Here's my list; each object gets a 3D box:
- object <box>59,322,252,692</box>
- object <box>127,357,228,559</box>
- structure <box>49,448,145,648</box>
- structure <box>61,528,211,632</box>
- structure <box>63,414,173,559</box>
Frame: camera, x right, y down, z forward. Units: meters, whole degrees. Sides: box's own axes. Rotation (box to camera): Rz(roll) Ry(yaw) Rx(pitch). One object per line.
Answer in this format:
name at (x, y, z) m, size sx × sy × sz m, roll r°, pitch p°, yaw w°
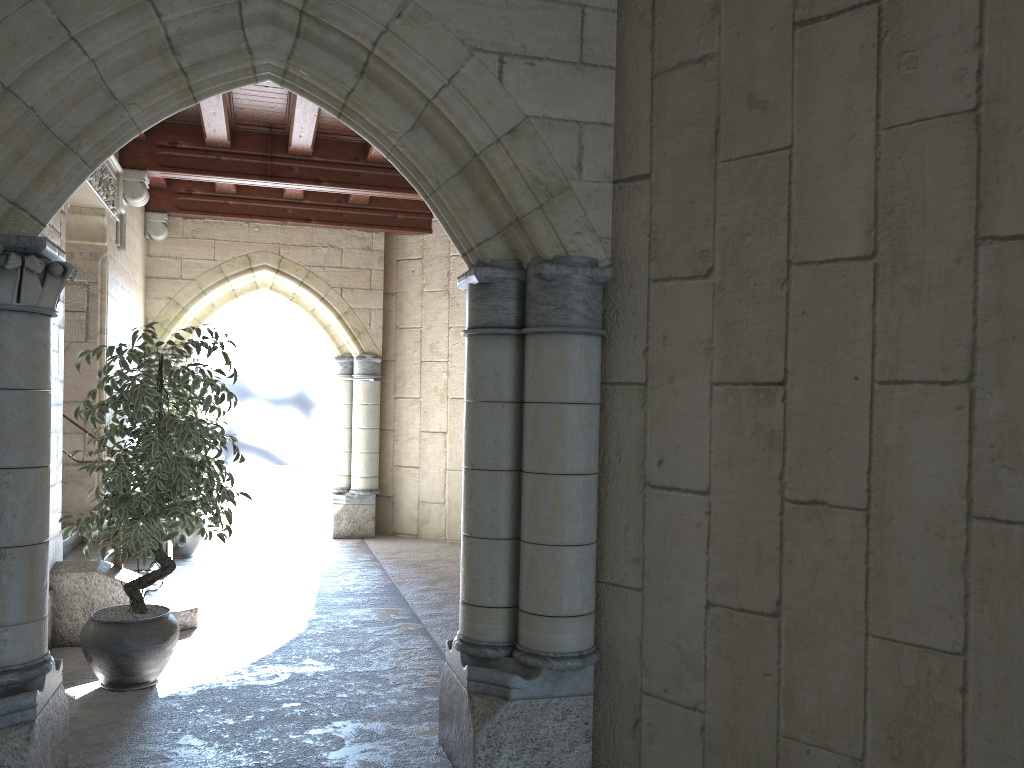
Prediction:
object at (-1.605, 0.533, 4.011) m, size 0.786 × 1.619 × 0.751 m, roll 1°, pitch 1°, yaw 15°
object at (-2.710, 0.602, 7.178) m, size 0.787 × 1.619 × 0.750 m, roll 1°, pitch 1°, yaw -20°
structure at (-2.427, 0.713, 4.704) m, size 0.888 × 1.262 × 0.476 m, roll 1°, pitch 1°, yaw -16°
structure at (-3.163, 0.939, 5.225) m, size 2.574 × 0.810 × 1.461 m, roll 2°, pitch -1°, yaw -16°
structure at (-2.811, 0.744, 6.061) m, size 0.888 × 1.262 × 0.473 m, roll 1°, pitch 1°, yaw -16°
